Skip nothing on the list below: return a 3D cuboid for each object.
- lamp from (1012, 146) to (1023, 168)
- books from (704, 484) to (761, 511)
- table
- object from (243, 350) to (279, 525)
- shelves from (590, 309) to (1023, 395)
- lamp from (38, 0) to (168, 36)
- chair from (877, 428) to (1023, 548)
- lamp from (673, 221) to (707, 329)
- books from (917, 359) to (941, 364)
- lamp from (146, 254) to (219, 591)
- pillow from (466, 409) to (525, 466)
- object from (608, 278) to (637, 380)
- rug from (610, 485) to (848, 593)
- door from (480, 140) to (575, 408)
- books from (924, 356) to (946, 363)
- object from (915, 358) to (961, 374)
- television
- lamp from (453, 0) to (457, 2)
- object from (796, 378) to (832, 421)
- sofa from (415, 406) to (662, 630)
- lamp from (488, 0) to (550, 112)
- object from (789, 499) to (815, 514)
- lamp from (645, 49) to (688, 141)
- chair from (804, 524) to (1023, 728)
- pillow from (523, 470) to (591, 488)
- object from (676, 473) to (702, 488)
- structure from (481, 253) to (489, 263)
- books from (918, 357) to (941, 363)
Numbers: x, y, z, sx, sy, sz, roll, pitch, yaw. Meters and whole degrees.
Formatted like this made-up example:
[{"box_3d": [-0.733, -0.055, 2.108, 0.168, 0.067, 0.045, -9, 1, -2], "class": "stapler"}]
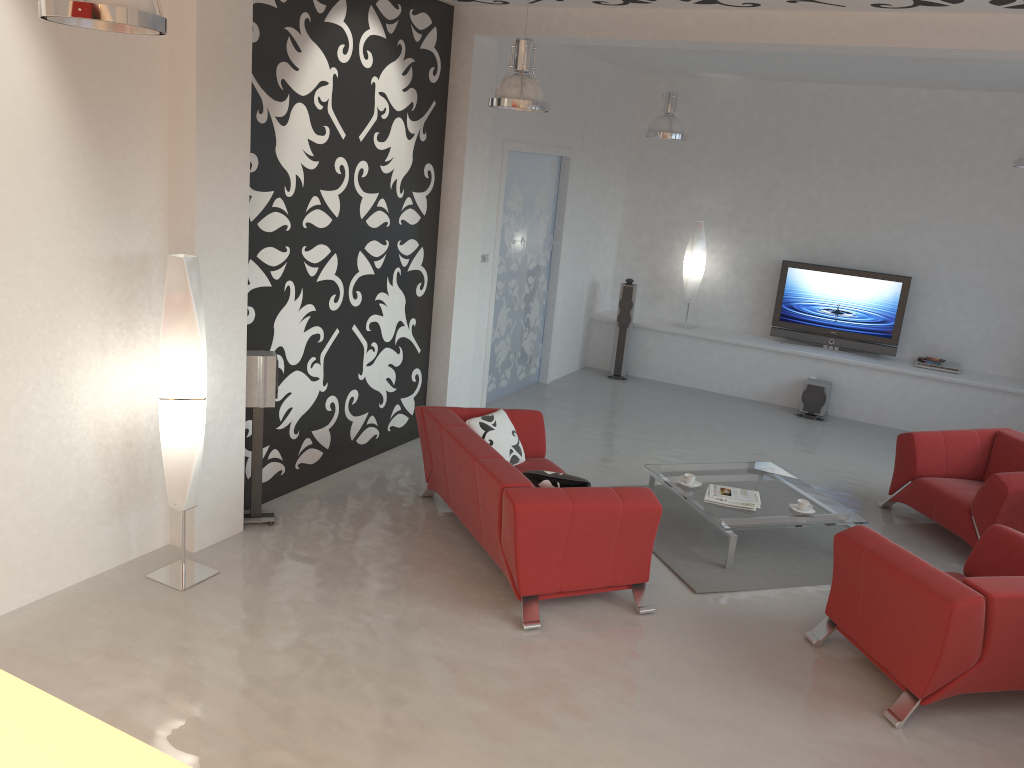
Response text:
[{"box_3d": [4.110, -2.050, 6.743, 0.379, 0.800, 0.379, -1, 16, -24], "class": "lamp"}, {"box_3d": [1.518, 0.772, 6.074, 0.367, 0.035, 0.345, 9, 15, 15], "class": "books"}, {"box_3d": [1.670, 0.895, 6.300, 1.097, 0.286, 1.162, 1, 15, -19], "class": "table"}, {"box_3d": [-1.601, 0.348, 5.575, 0.229, 1.112, 0.214, 1, 15, -19], "class": "object"}, {"box_3d": [3.534, -0.340, 9.885, 5.500, 0.050, 0.650, 12, 16, 25], "class": "shelves"}, {"box_3d": [-1.288, -1.549, 2.785, 0.379, 0.800, 0.379, 5, 14, -3], "class": "lamp"}, {"box_3d": [3.506, 0.797, 6.481, 0.951, 0.738, 1.288, 2, 15, -14], "class": "chair"}, {"box_3d": [2.133, -1.290, 10.460, 0.263, 1.239, 0.263, 10, 15, 17], "class": "lamp"}, {"box_3d": [4.475, -0.242, 9.515, 0.190, 0.015, 0.135, 3, 15, -9], "class": "books"}, {"box_3d": [-1.753, 0.205, 4.727, 0.313, 1.779, 0.313, 15, 17, 33], "class": "lamp"}, {"box_3d": [-0.108, 0.388, 6.013, 0.288, 0.343, 0.402, 15, 17, 32], "class": "pillow"}, {"box_3d": [1.314, -0.655, 10.420, 0.255, 1.184, 0.273, 8, 15, 11], "class": "object"}, {"box_3d": [1.645, 1.035, 6.332, 1.700, 0.025, 1.700, 1, 15, -19], "class": "rug"}, {"box_3d": [0.080, -1.125, 9.033, 0.240, 2.550, 1.600, 12, 16, 25], "class": "door"}, {"box_3d": [4.521, -0.261, 9.485, 0.190, 0.015, 0.135, 16, 17, 35], "class": "books"}, {"box_3d": [4.567, -0.201, 9.506, 0.430, 0.045, 0.352, 12, 16, 25], "class": "object"}, {"box_3d": [3.627, -0.829, 9.869, 1.356, 0.919, 0.343, 12, 16, 25], "class": "television"}, {"box_3d": [-0.380, -2.495, 5.568, 0.118, 0.176, 0.112, 0, 15, -21], "class": "lamp"}, {"box_3d": [3.279, 0.164, 9.594, 0.336, 0.374, 0.337, 12, 16, 25], "class": "object"}, {"box_3d": [0.075, 0.695, 5.602, 0.951, 0.738, 1.929, -1, 16, -23], "class": "sofa"}, {"box_3d": [0.079, -2.090, 5.400, 0.379, 0.800, 0.379, 10, 15, 18], "class": "lamp"}, {"box_3d": [1.958, 0.822, 5.975, 0.153, 0.069, 0.153, 4, 14, -7], "class": "object"}, {"box_3d": [1.445, -2.630, 8.015, 0.379, 0.800, 0.379, 11, 15, 22], "class": "lamp"}, {"box_3d": [2.367, 1.180, 4.565, 1.288, 0.738, 0.951, 2, 15, -14], "class": "chair"}, {"box_3d": [0.271, 0.652, 5.129, 0.402, 0.343, 0.288, 10, 15, 18], "class": "pillow"}, {"box_3d": [1.255, 0.679, 6.270, 0.153, 0.069, 0.153, -5, 18, -36], "class": "object"}, {"box_3d": [-0.253, -1.143, 8.073, 0.016, 0.080, 0.170, 12, 16, 25], "class": "structure"}, {"box_3d": [4.477, -0.257, 9.514, 0.190, 0.015, 0.135, 7, 14, 6], "class": "books"}]
